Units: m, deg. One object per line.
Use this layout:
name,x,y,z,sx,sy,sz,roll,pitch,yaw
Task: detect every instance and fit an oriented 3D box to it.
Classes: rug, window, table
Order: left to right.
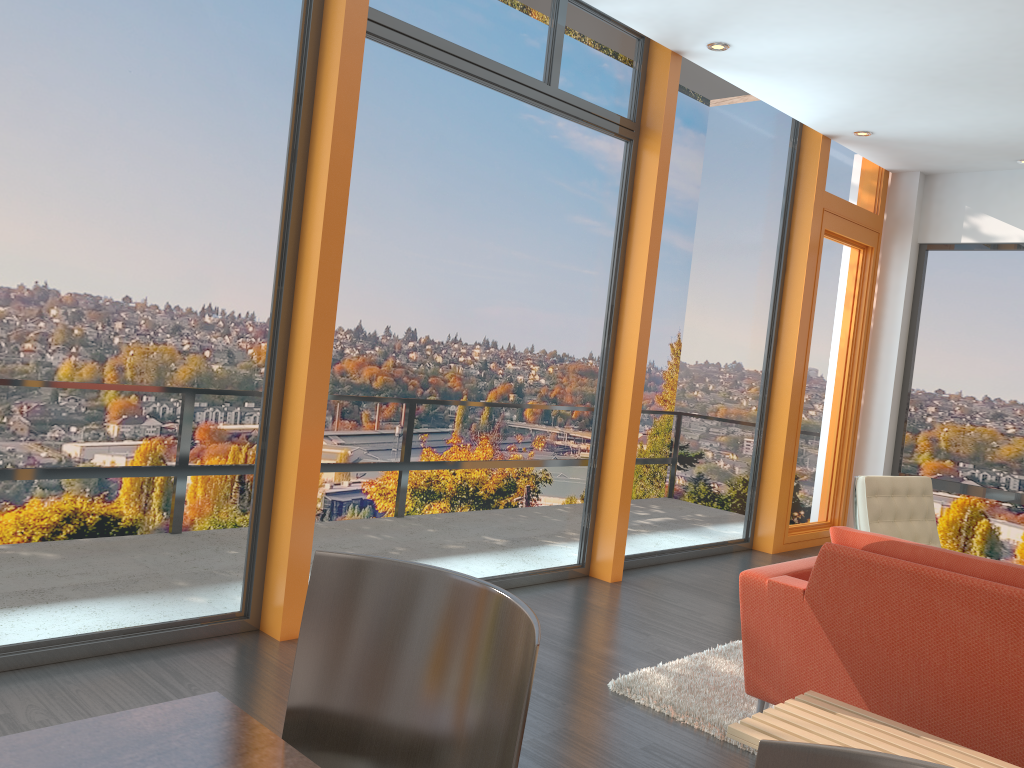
window,-1.942,-0.686,2.731,0.070,3.345,2.923,8,3,44
table,-0.167,0.958,0.271,2.152,0.764,1.171,8,3,44
window,-0.108,-0.555,4.600,0.070,3.345,2.103,8,2,44
window,1.350,-0.451,6.086,0.070,3.345,1.843,8,2,44
window,2.543,-0.361,7.167,0.211,3.345,1.156,8,2,44
window,3.857,-0.208,7.032,1.410,3.339,0.065,8,2,44
rug,2.765,1.491,3.308,3.774,0.043,2.983,8,3,44

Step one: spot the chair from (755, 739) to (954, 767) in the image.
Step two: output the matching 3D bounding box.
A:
chair,0.232,0.836,0.572,0.548,0.967,0.614,8,3,44

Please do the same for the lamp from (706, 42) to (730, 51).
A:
lamp,1.166,-1.909,5.023,0.129,0.010,0.129,6,2,-1

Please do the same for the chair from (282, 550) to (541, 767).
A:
chair,-0.309,0.755,1.108,0.548,0.967,0.614,8,3,44

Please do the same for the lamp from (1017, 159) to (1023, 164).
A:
lamp,3.875,-1.673,6.678,0.129,0.010,0.129,6,2,-1

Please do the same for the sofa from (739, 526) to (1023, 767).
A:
sofa,2.023,1.015,2.538,2.599,0.852,1.037,8,3,44

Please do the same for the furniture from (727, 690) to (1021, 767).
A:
furniture,1.449,1.226,1.896,2.007,0.357,0.492,8,3,44

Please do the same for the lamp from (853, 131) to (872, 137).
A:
lamp,2.536,-1.811,6.419,0.129,0.010,0.129,6,2,-1

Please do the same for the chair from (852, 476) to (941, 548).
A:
chair,2.321,0.961,4.906,0.699,0.817,0.707,5,2,-36
